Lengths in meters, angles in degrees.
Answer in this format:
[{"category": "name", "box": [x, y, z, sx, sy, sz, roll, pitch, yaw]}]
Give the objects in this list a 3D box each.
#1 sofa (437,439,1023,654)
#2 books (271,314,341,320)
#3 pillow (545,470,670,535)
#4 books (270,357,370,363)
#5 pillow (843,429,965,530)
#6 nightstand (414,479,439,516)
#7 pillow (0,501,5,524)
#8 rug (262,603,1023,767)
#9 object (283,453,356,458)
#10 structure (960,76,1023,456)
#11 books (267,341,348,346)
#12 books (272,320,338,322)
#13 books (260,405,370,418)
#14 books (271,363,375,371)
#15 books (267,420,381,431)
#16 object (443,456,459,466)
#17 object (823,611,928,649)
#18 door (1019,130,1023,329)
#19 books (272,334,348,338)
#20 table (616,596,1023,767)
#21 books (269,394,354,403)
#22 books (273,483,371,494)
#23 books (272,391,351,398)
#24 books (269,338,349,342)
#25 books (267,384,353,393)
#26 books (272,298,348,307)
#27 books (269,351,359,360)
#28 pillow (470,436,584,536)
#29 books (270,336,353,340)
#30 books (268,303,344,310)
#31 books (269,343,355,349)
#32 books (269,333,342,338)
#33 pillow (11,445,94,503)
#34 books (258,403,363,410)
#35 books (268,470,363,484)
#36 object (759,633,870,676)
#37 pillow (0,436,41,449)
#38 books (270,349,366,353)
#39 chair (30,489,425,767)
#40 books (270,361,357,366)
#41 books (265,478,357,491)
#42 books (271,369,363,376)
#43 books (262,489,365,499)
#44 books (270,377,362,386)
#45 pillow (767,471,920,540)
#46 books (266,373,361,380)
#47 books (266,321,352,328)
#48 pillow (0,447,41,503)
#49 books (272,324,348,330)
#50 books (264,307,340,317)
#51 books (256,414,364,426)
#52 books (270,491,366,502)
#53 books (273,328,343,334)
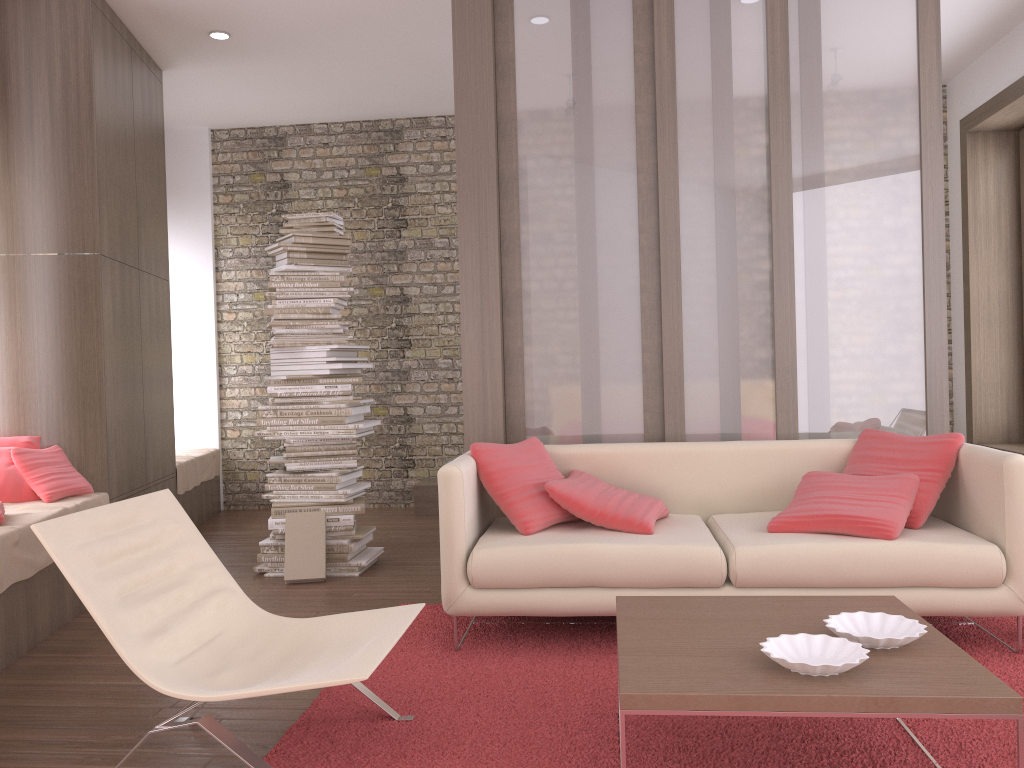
[{"category": "sofa", "box": [0.856, 0.651, 3.758, 2.204, 0.751, 0.919, -2, 1, 6]}, {"category": "books", "box": [-1.222, -0.391, 5.245, 0.379, 0.028, 0.297, -2, 1, -19]}, {"category": "pillow", "box": [0.421, 0.511, 3.867, 0.467, 0.224, 0.507, -1, 1, 19]}, {"category": "books", "box": [-1.139, -0.141, 5.257, 0.484, 0.020, 0.323, -1, 1, 26]}, {"category": "pillow", "box": [1.602, 0.395, 3.788, 0.379, 0.377, 0.498, -2, 1, -34]}, {"category": "nightstand", "box": [-0.397, 0.902, 7.119, 0.707, 0.240, 0.400, -2, 1, 6]}, {"category": "pillow", "box": [-2.350, 0.495, 3.748, 0.354, 0.200, 0.403, -2, 1, -29]}, {"category": "rug", "box": [0.738, 1.050, 2.437, 2.938, 0.016, 3.344, -2, 1, 6]}, {"category": "object", "box": [-1.134, 0.413, 5.226, 0.413, 0.008, 0.243, -2, 1, -14]}, {"category": "structure", "box": [3.292, -0.503, 5.592, 0.808, 2.881, 2.039, -2, 1, 6]}, {"category": "books", "box": [-1.212, -0.239, 5.242, 0.444, 0.015, 0.279, -2, 1, -19]}, {"category": "books", "box": [-1.229, -0.363, 5.235, 0.368, 0.009, 0.262, -2, 1, -19]}, {"category": "books", "box": [-1.159, 0.162, 5.282, 0.542, 0.046, 0.421, -2, 1, 6]}, {"category": "books", "box": [-1.121, -0.101, 5.246, 0.524, 0.030, 0.317, -1, 1, 26]}, {"category": "books", "box": [-1.103, 0.245, 5.267, 0.566, 0.025, 0.423, -2, 1, 6]}, {"category": "object", "box": [-0.412, 0.683, 7.176, 0.296, 0.199, 0.211, -2, 1, 3]}, {"category": "object", "box": [0.934, 0.641, 2.284, 0.251, 0.043, 0.249, -1, 1, 18]}, {"category": "door", "box": [3.603, -0.694, 5.539, 0.117, 2.221, 1.750, -2, 1, 6]}, {"category": "books", "box": [-1.200, -0.279, 5.249, 0.412, 0.011, 0.308, -2, 1, -19]}, {"category": "table", "box": [0.712, 0.857, 2.351, 0.850, 0.378, 0.850, -2, 1, 6]}, {"category": "books", "box": [-1.181, 0.086, 5.269, 0.469, 0.028, 0.368, -2, 1, -9]}, {"category": "books", "box": [-1.110, 0.615, 5.226, 0.468, 0.021, 0.350, -1, 1, 11]}, {"category": "books", "box": [-1.172, 0.057, 5.235, 0.442, 0.025, 0.346, -2, 1, -9]}, {"category": "books", "box": [-1.204, -0.254, 5.245, 0.432, 0.013, 0.288, -2, 1, -19]}, {"category": "books", "box": [-1.186, 0.025, 5.254, 0.469, 0.038, 0.364, -2, 1, -9]}, {"category": "books", "box": [-1.190, -0.477, 5.248, 0.379, 0.028, 0.297, -2, 1, 1]}, {"category": "books", "box": [-1.173, -0.170, 5.265, 0.417, 0.036, 0.308, -1, 1, 26]}, {"category": "pillow", "box": [0.084, 0.437, 3.904, 0.379, 0.377, 0.498, -1, 1, 41]}, {"category": "books", "box": [-1.189, -0.267, 5.244, 0.446, 0.012, 0.291, -2, 1, -19]}, {"category": "books", "box": [-1.213, -0.453, 5.254, 0.388, 0.020, 0.287, -2, 1, 1]}, {"category": "books", "box": [-1.183, -0.225, 5.234, 0.469, 0.015, 0.267, -2, 1, -19]}, {"category": "books", "box": [-1.225, -0.288, 5.251, 0.395, 0.007, 0.308, -2, 1, -19]}, {"category": "pillow", "box": [-2.333, 0.451, 4.504, 0.264, 0.278, 0.357, -1, 1, 14]}, {"category": "books", "box": [-1.182, 0.129, 5.259, 0.510, 0.020, 0.399, -2, 1, 6]}, {"category": "books", "box": [-1.155, 0.547, 5.242, 0.448, 0.038, 0.348, -1, 1, 11]}, {"category": "object", "box": [0.716, 0.650, 2.105, 0.249, 0.043, 0.251, -2, 1, -24]}, {"category": "pillow", "box": [-2.606, 0.440, 4.479, 0.484, 0.334, 0.193, -2, 1, -43]}, {"category": "books", "box": [-1.154, -0.196, 5.275, 0.443, 0.010, 0.345, -1, 1, 26]}, {"category": "chair", "box": [-0.738, 0.717, 2.523, 0.860, 0.767, 0.739, -2, 1, 6]}, {"category": "books", "box": [-1.177, -0.122, 5.260, 0.413, 0.013, 0.294, -1, 1, 26]}, {"category": "books", "box": [-1.178, 0.587, 5.225, 0.432, 0.038, 0.339, -1, 1, 11]}, {"category": "books", "box": [-1.159, -0.070, 5.268, 0.435, 0.030, 0.322, -1, 1, 26]}, {"category": "books", "box": [-1.165, 0.641, 5.231, 0.506, 0.023, 0.330, -1, 1, 11]}, {"category": "books", "box": [-1.150, -0.016, 5.271, 0.518, 0.038, 0.341, -2, 1, -9]}, {"category": "pillow", "box": [1.350, 0.488, 3.596, 0.507, 0.224, 0.467, -1, 1, 34]}, {"category": "books", "box": [-1.185, -0.044, 5.276, 0.450, 0.022, 0.364, -2, 1, -34]}, {"category": "books", "box": [-1.204, -0.349, 5.242, 0.467, 0.020, 0.283, -2, 1, -19]}, {"category": "pillow", "box": [-2.563, 0.450, 4.306, 0.270, 0.279, 0.485, -1, 1, 42]}, {"category": "books", "box": [-1.188, -0.330, 5.255, 0.388, 0.020, 0.287, -2, 1, 1]}, {"category": "books", "box": [-1.235, -0.423, 5.249, 0.379, 0.039, 0.297, -2, 1, 1]}, {"category": "books", "box": [-1.184, 0.210, 5.259, 0.522, 0.046, 0.410, -2, 1, 6]}, {"category": "books", "box": [-1.132, 0.660, 5.197, 0.448, 0.013, 0.350, -1, 1, 11]}, {"category": "books", "box": [-1.216, -0.306, 5.264, 0.379, 0.028, 0.297, -2, 1, -19]}]
